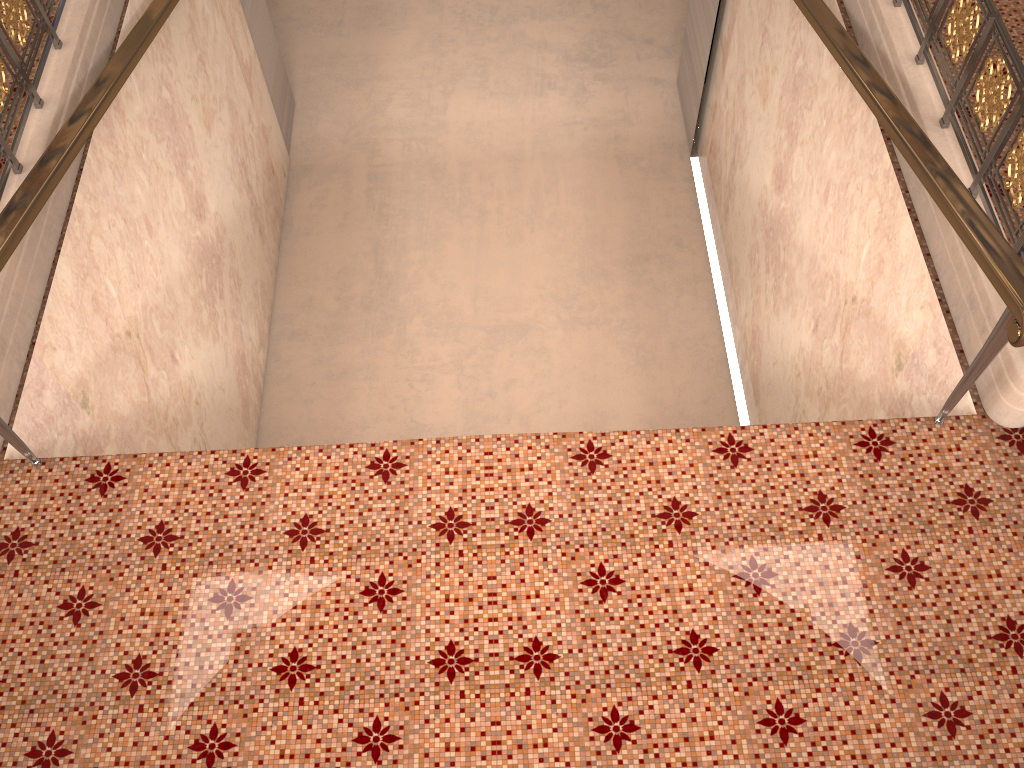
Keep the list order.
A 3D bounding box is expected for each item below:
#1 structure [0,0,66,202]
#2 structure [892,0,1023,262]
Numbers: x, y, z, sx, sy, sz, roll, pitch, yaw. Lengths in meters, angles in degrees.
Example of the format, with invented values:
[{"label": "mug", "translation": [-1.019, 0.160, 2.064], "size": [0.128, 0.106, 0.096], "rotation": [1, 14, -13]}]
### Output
[{"label": "structure", "translation": [-2.310, -2.009, 4.314], "size": [0.079, 0.565, 4.698], "rotation": [-2, 60, 1]}, {"label": "structure", "translation": [1.917, -2.208, 4.277], "size": [0.079, 0.565, 4.698], "rotation": [-3, 60, 0]}]
